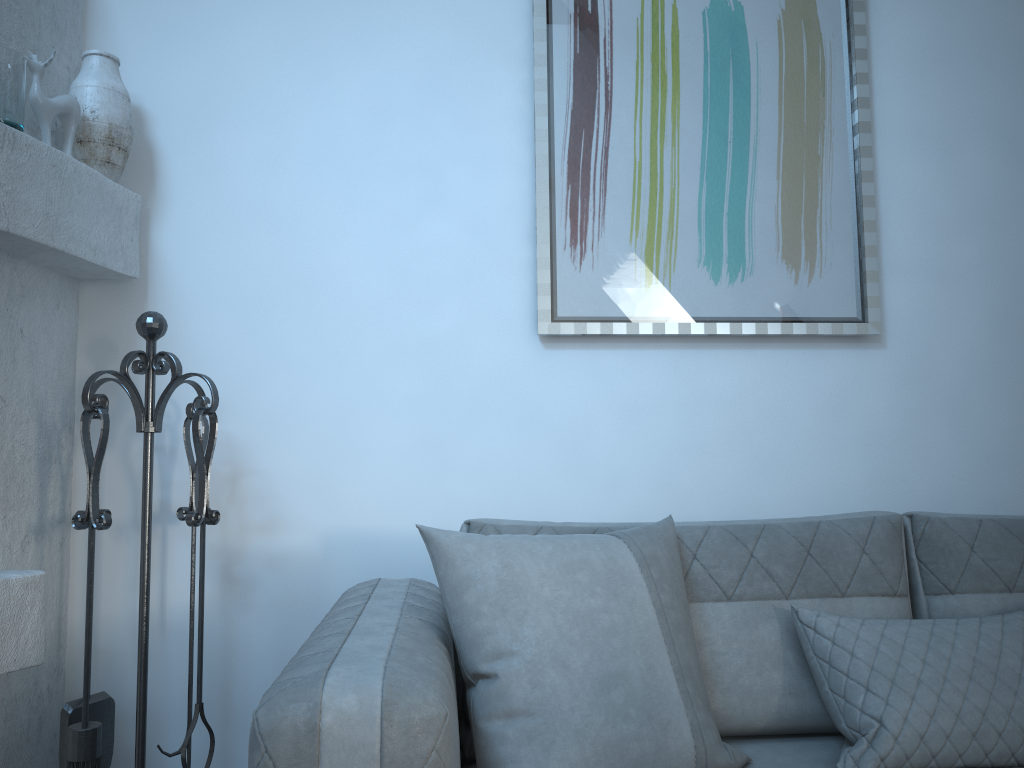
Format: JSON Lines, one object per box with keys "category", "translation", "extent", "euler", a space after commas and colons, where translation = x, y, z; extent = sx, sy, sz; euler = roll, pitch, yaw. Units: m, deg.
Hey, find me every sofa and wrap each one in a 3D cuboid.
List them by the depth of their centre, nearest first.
{"category": "sofa", "translation": [0.844, 0.637, 1.680], "extent": [2.458, 0.770, 1.107], "euler": [0, -5, -5]}

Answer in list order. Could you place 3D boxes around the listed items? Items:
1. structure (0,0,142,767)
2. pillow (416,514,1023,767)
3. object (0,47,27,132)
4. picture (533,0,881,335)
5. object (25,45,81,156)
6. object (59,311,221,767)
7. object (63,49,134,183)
{"category": "structure", "translation": [-2.529, -1.236, 2.236], "extent": [3.058, 4.752, 3.049], "euler": [-1, -5, 4]}
{"category": "pillow", "translation": [0.869, 0.452, 1.602], "extent": [2.075, 0.515, 0.444], "euler": [0, -5, -5]}
{"category": "object", "translation": [-1.115, -0.631, 1.936], "extent": [0.092, 0.180, 0.092], "euler": [-2, -6, 18]}
{"category": "picture", "translation": [0.545, -0.726, 2.510], "extent": [0.965, 1.185, 0.025], "euler": [0, -5, -5]}
{"category": "object", "translation": [-1.085, -0.655, 2.087], "extent": [0.081, 0.258, 0.150], "euler": [-4, -6, 29]}
{"category": "object", "translation": [-0.826, 0.451, 1.996], "extent": [0.376, 1.245, 0.376], "euler": [2, -6, -24]}
{"category": "object", "translation": [-1.058, -0.660, 2.272], "extent": [0.165, 0.368, 0.165], "euler": [3, -6, -32]}
